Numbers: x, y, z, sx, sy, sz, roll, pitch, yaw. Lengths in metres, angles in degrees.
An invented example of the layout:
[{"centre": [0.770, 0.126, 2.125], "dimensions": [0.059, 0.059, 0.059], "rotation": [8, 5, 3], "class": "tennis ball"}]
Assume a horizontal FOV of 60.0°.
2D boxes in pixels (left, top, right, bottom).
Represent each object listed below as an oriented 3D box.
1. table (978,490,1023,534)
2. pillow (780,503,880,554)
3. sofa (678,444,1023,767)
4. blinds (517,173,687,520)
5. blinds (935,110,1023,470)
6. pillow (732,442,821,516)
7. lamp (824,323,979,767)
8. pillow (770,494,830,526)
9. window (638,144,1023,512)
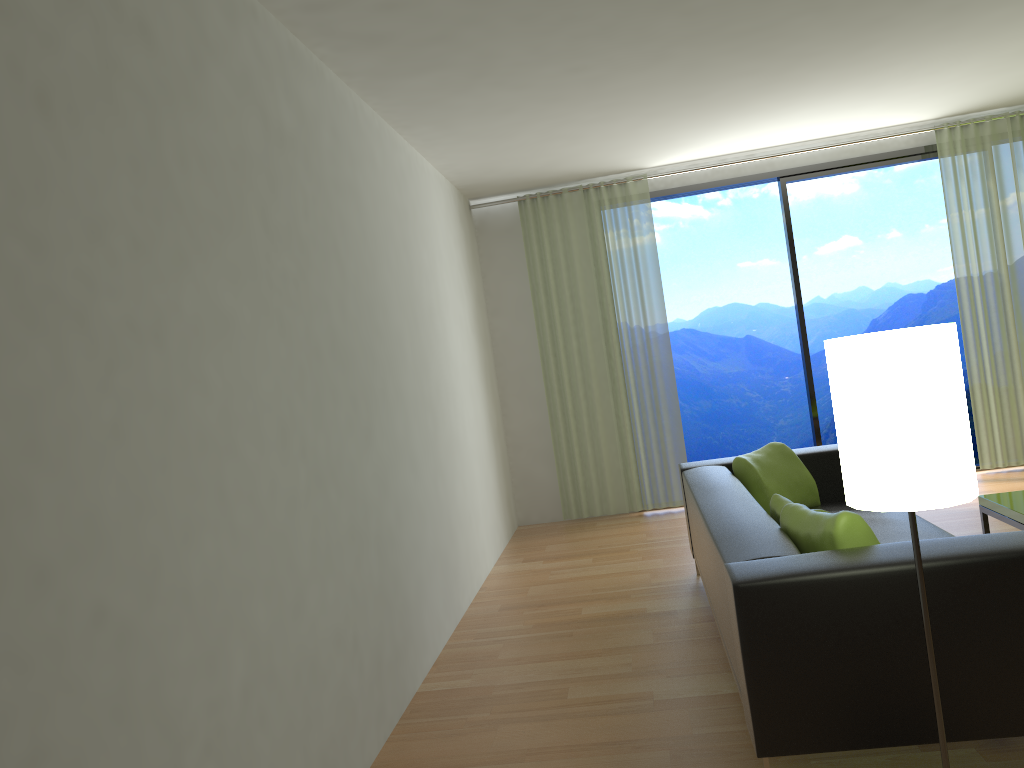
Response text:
[{"centre": [2.568, 0.688, 3.408], "dimensions": [0.810, 0.349, 1.682], "rotation": [-8, 1, 8], "class": "table"}, {"centre": [1.041, 0.568, 2.820], "dimensions": [0.210, 0.403, 0.457], "rotation": [-8, 1, -7], "class": "pillow"}, {"centre": [1.319, 0.721, 3.588], "dimensions": [1.061, 0.639, 2.583], "rotation": [-8, 1, 8], "class": "sofa"}, {"centre": [0.720, -0.268, 6.898], "dimensions": [1.012, 2.568, 0.067], "rotation": [-8, 1, 8], "class": "blinds"}, {"centre": [3.782, -0.703, 6.486], "dimensions": [1.012, 2.568, 0.067], "rotation": [-8, 1, 8], "class": "blinds"}, {"centre": [1.308, 0.492, 4.459], "dimensions": [0.399, 0.362, 0.269], "rotation": [-9, 1, -34], "class": "pillow"}, {"centre": [0.966, 0.494, 2.080], "dimensions": [0.302, 1.244, 0.295], "rotation": [-8, 1, 8], "class": "lamp"}, {"centre": [1.080, 0.570, 3.212], "dimensions": [0.164, 0.317, 0.380], "rotation": [-8, 1, -9], "class": "pillow"}, {"centre": [2.477, -0.439, 6.891], "dimensions": [3.336, 2.498, 0.219], "rotation": [-8, 1, 8], "class": "window"}]
